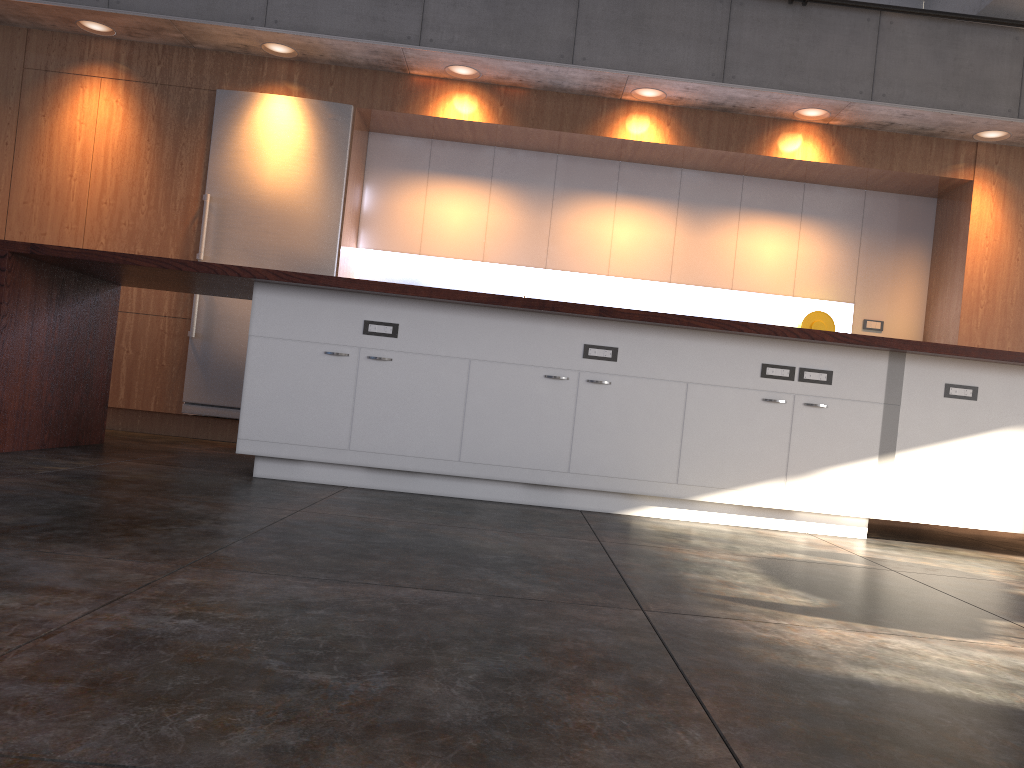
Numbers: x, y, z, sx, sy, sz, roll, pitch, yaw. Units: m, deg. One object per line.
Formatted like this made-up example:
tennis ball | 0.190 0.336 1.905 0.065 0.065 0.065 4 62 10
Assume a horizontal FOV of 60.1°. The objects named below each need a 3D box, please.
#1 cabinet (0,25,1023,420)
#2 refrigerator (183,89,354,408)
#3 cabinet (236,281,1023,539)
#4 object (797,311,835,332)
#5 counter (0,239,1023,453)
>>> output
cabinet | 0.278 -0.772 7.463 8.119 2.562 2.376 6 -1 -2
refrigerator | -1.707 -0.913 6.246 0.960 2.190 0.219 6 0 -5
cabinet | 1.563 0.296 4.666 5.656 0.930 0.921 6 -1 -2
object | 2.311 -0.362 6.723 0.275 0.381 0.099 6 0 -2
counter | 0.958 0.202 4.653 6.666 0.971 1.140 6 -1 -2
